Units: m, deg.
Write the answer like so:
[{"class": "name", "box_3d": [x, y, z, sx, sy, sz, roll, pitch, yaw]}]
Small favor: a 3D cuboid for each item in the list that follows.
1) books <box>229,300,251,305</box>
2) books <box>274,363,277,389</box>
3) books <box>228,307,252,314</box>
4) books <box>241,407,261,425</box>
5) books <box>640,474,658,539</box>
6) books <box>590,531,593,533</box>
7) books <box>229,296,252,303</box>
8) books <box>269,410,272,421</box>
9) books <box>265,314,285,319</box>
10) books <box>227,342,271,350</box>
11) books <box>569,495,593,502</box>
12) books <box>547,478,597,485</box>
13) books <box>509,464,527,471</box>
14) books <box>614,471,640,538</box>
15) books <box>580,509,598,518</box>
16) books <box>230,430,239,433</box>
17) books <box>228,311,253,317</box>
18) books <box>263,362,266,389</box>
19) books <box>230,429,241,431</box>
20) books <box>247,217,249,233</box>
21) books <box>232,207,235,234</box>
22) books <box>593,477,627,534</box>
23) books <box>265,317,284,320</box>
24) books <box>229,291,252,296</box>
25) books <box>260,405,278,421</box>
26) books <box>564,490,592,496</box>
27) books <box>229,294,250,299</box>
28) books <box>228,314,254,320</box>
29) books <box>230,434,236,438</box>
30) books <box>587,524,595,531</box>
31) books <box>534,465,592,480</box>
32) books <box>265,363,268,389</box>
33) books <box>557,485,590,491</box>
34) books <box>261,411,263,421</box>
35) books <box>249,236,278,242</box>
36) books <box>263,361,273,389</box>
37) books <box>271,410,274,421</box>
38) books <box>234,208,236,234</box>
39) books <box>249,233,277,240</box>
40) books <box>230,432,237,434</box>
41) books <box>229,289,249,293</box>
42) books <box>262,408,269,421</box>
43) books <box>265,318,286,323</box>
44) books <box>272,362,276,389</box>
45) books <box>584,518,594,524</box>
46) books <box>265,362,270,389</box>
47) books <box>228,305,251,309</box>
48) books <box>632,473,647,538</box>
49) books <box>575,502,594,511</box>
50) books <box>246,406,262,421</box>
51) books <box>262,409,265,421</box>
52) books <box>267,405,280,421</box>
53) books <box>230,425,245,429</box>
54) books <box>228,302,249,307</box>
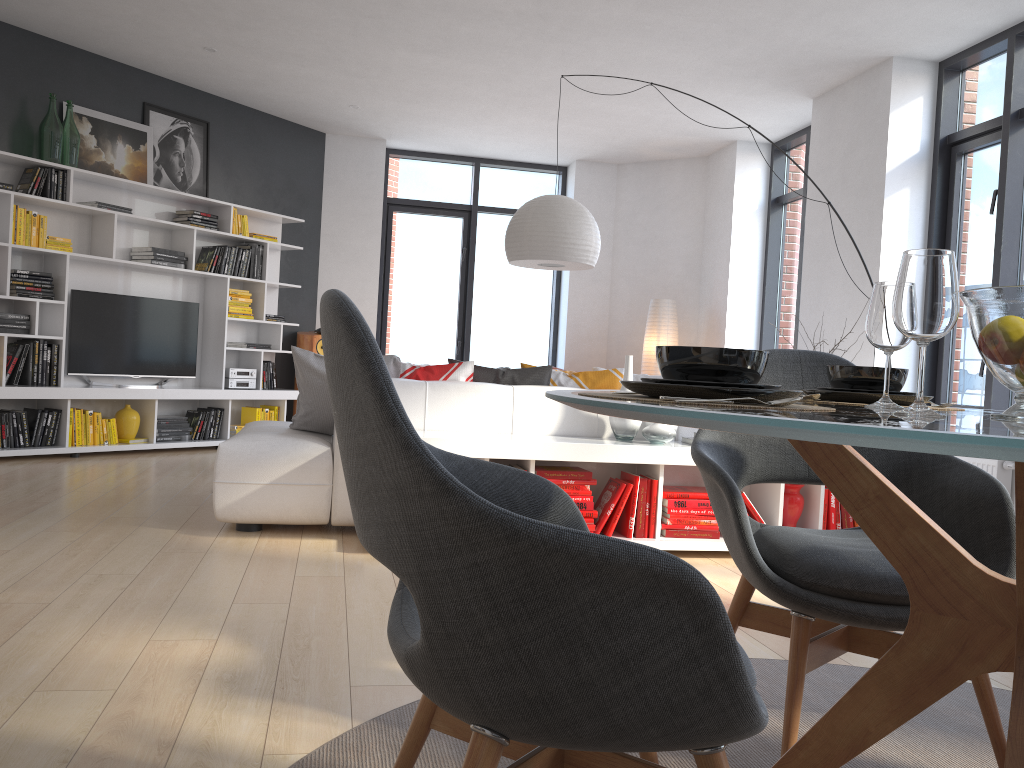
[{"class": "books", "box_3d": [-2.419, -0.707, 7.693, 0.171, 0.019, 0.239, 4, 1, 34]}, {"class": "books", "box_3d": [-2.209, -0.074, 8.031, 0.179, 0.233, 0.077, 4, 1, 34]}, {"class": "books", "box_3d": [-2.413, -0.640, 7.688, 0.189, 0.042, 0.243, 4, 1, 34]}, {"class": "books", "box_3d": [-2.292, 0.334, 7.772, 0.198, 0.255, 0.044, 4, 1, 34]}, {"class": "books", "box_3d": [0.621, 0.558, 4.065, 0.028, 0.269, 0.181, 3, 1, -12]}, {"class": "books", "box_3d": [0.206, 0.656, 4.007, 0.274, 0.029, 0.200, 3, 1, -12]}, {"class": "books", "box_3d": [-2.410, -0.732, 7.700, 0.176, 0.033, 0.239, 4, 1, 37]}, {"class": "books", "box_3d": [-2.206, 0.348, 7.895, 0.172, 0.234, 0.024, 4, 1, 34]}, {"class": "books", "box_3d": [-2.179, -0.609, 7.975, 0.161, 0.023, 0.213, 4, 1, 37]}, {"class": "books", "box_3d": [-2.325, -0.337, 7.834, 0.250, 0.047, 0.310, 4, 1, 29]}, {"class": "books", "box_3d": [0.210, 0.504, 4.011, 0.261, 0.027, 0.191, 3, 1, -16]}, {"class": "books", "box_3d": [0.225, 0.430, 4.008, 0.266, 0.026, 0.187, 3, 1, -17]}, {"class": "books", "box_3d": [0.023, 0.515, 3.974, 0.049, 0.291, 0.214, 3, 1, -11]}, {"class": "books", "box_3d": [0.525, 0.548, 4.054, 0.046, 0.282, 0.199, 3, 1, -11]}, {"class": "books", "box_3d": [0.212, 0.572, 4.029, 0.301, 0.032, 0.227, 3, 1, -11]}, {"class": "books", "box_3d": [-2.346, 0.409, 7.656, 0.113, 0.018, 0.169, 4, 1, 35]}, {"class": "books", "box_3d": [-2.412, -0.607, 7.685, 0.203, 0.024, 0.257, 4, 1, 37]}, {"class": "books", "box_3d": [-2.268, -0.076, 7.903, 0.189, 0.240, 0.053, 4, 1, 34]}, {"class": "books", "box_3d": [-2.354, 0.392, 7.669, 0.134, 0.014, 0.187, 4, 1, 34]}, {"class": "books", "box_3d": [-2.321, -1.354, 7.642, 0.142, 0.184, 0.044, 4, 1, 34]}, {"class": "books", "box_3d": [-2.406, -1.378, 7.495, 0.161, 0.229, 0.041, 4, 1, 32]}, {"class": "books", "box_3d": [0.421, 0.557, 4.040, 0.144, 0.247, 0.188, 3, 1, -11]}, {"class": "books", "box_3d": [-2.169, -0.589, 7.965, 0.142, 0.015, 0.198, 4, 1, 32]}, {"class": "books", "box_3d": [-2.405, -0.783, 7.700, 0.163, 0.023, 0.223, 4, 1, 38]}, {"class": "books", "box_3d": [-2.183, 0.330, 7.946, 0.204, 0.270, 0.029, 4, 1, 34]}, {"class": "books", "box_3d": [0.222, 0.479, 4.008, 0.236, 0.023, 0.178, 3, 1, -11]}, {"class": "books", "box_3d": [-2.414, -0.760, 7.695, 0.227, 0.022, 0.160, 2, 1, -41]}, {"class": "books", "box_3d": [-2.404, -0.581, 7.683, 0.194, 0.028, 0.257, 4, 1, 39]}, {"class": "books", "box_3d": [-2.358, 0.444, 7.669, 0.147, 0.033, 0.190, 4, 1, 34]}, {"class": "books", "box_3d": [0.215, 0.628, 3.990, 0.282, 0.030, 0.188, 3, 1, -10]}, {"class": "books", "box_3d": [0.207, 0.400, 4.012, 0.259, 0.034, 0.206, 3, 1, -14]}, {"class": "books", "box_3d": [-2.249, -0.075, 7.920, 0.170, 0.236, 0.049, 4, 1, 34]}, {"class": "books", "box_3d": [0.203, 0.455, 4.012, 0.257, 0.025, 0.182, 3, 1, -11]}, {"class": "books", "box_3d": [-2.251, 0.351, 7.802, 0.156, 0.229, 0.024, 4, 1, 33]}, {"class": "books", "box_3d": [-2.237, -1.274, 7.836, 0.194, 0.028, 0.257, 4, 1, 39]}, {"class": "books", "box_3d": [-2.223, -0.083, 7.964, 0.193, 0.255, 0.066, 4, 1, 33]}, {"class": "books", "box_3d": [-2.195, 0.348, 7.919, 0.172, 0.234, 0.024, 4, 1, 34]}, {"class": "books", "box_3d": [-2.409, -1.377, 7.524, 0.163, 0.224, 0.041, 4, 1, 32]}, {"class": "books", "box_3d": [-2.244, -1.300, 7.838, 0.203, 0.024, 0.257, 4, 1, 37]}, {"class": "books", "box_3d": [-2.360, 0.421, 7.671, 0.148, 0.011, 0.196, 4, 1, 34]}, {"class": "books", "box_3d": [-2.428, -0.808, 7.704, 0.163, 0.023, 0.223, 4, 1, 38]}, {"class": "books", "box_3d": [-2.237, 0.338, 7.851, 0.185, 0.250, 0.035, 4, 1, 34]}, {"class": "books", "box_3d": [-2.167, -0.570, 7.965, 0.161, 0.023, 0.213, 4, 1, 37]}, {"class": "books", "box_3d": [-2.201, -0.076, 7.985, 0.177, 0.242, 0.066, 4, 1, 33]}, {"class": "books", "box_3d": [0.214, 0.601, 3.993, 0.266, 0.026, 0.187, 3, 1, -12]}, {"class": "books", "box_3d": [-2.230, -0.078, 7.934, 0.169, 0.242, 0.050, 4, 1, 33]}, {"class": "books", "box_3d": [-2.425, -0.669, 7.693, 0.189, 0.014, 0.251, 4, 1, 37]}, {"class": "books", "box_3d": [0.559, 0.554, 4.077, 0.038, 0.270, 0.215, 3, 1, -11]}, {"class": "books", "box_3d": [0.208, 0.536, 4.028, 0.279, 0.039, 0.206, 3, 1, -10]}, {"class": "books", "box_3d": [-2.277, 0.333, 7.798, 0.199, 0.263, 0.015, 4, 1, 34]}, {"class": "books", "box_3d": [-2.254, 0.338, 7.830, 0.180, 0.251, 0.019, 4, 1, 34]}, {"class": "books", "box_3d": [-2.176, 0.330, 7.973, 0.213, 0.270, 0.025, 4, 1, 34]}, {"class": "books", "box_3d": [-2.366, 0.372, 7.673, 0.138, 0.026, 0.186, 4, 1, 33]}, {"class": "books", "box_3d": [-2.412, -0.686, 7.674, 0.145, 0.023, 0.217, 4, 1, 38]}]
